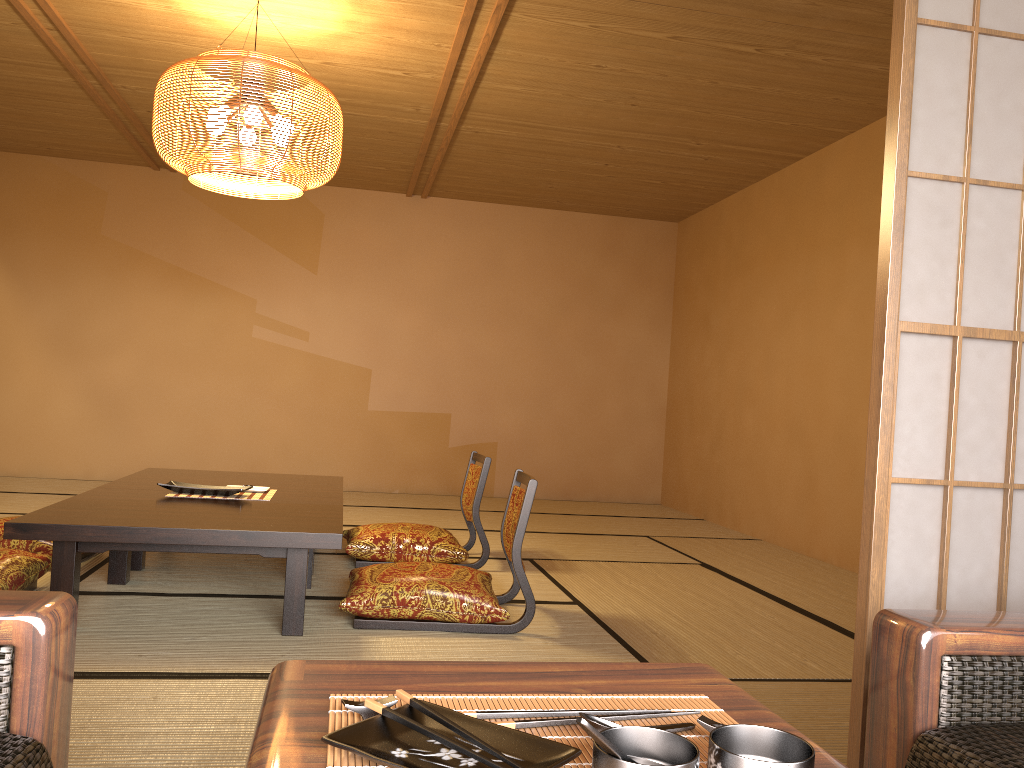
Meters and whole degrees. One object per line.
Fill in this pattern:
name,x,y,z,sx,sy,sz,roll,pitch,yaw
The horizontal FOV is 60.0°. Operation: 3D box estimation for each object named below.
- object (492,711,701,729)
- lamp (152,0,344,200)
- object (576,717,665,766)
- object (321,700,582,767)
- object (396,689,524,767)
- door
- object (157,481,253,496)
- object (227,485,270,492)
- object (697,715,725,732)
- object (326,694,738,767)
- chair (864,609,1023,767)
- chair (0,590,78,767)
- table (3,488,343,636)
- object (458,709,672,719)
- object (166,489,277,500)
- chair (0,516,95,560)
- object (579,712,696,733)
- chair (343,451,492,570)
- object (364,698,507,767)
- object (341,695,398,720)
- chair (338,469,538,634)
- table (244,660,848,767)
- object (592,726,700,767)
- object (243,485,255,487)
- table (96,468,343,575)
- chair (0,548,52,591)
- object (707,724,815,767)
object,0.084,0.324,0.860,0.230,0.007,0.006,4,-1,-21
lamp,-1.136,-1.275,3.886,0.798,0.825,0.799,3,-1,13
object,0.090,0.282,0.689,0.038,0.068,0.117,3,-1,45
object,-0.051,0.308,0.743,0.181,0.015,0.131,3,-2,34
object,-0.041,0.299,0.759,0.006,0.007,0.230,4,-1,-36
door,1.190,-0.051,1.793,0.992,1.934,0.040,4,0,-11
object,-1.251,0.430,3.620,0.349,0.039,0.129,4,-1,3
object,-1.143,0.454,3.822,0.180,0.014,0.130,4,-1,-9
object,0.198,0.324,0.824,0.050,0.018,0.015,3,-1,31
object,0.041,0.323,0.780,0.401,0.003,0.300,4,-1,-11
chair,1.046,0.507,1.009,0.944,0.779,0.872,4,-1,-11
chair,-0.911,0.376,0.639,0.944,0.779,0.872,4,-1,-11
table,-1.131,0.629,3.225,0.995,0.356,0.995,4,-1,-11
object,0.051,0.322,0.869,0.230,0.007,0.006,4,-1,-15
object,-1.204,0.455,3.714,0.401,0.003,0.398,4,-1,-11
chair,-2.164,0.484,3.887,0.687,0.546,0.582,4,-1,-6
object,0.120,0.315,0.826,0.130,0.026,0.038,4,-1,-26
chair,-0.476,0.601,4.385,0.699,0.546,0.582,4,-1,-12
object,-0.053,0.297,0.738,0.230,0.007,0.006,2,-1,45
object,-0.133,0.303,0.828,0.050,0.018,0.015,4,-1,-24
chair,-0.268,0.590,3.318,0.687,0.546,0.582,4,-1,-6
table,0.027,0.574,0.779,0.540,0.500,0.540,4,-1,-11
object,0.106,0.306,0.708,0.084,0.037,0.084,4,-1,-19
object,-1.139,0.448,3.836,0.050,0.018,0.015,4,-1,-14
table,-1.317,0.639,4.202,0.995,0.356,0.995,4,-1,-11
chair,-2.001,0.475,3.050,0.699,0.546,0.582,4,-1,-12
object,0.204,0.313,0.729,0.084,0.037,0.084,3,-1,17
